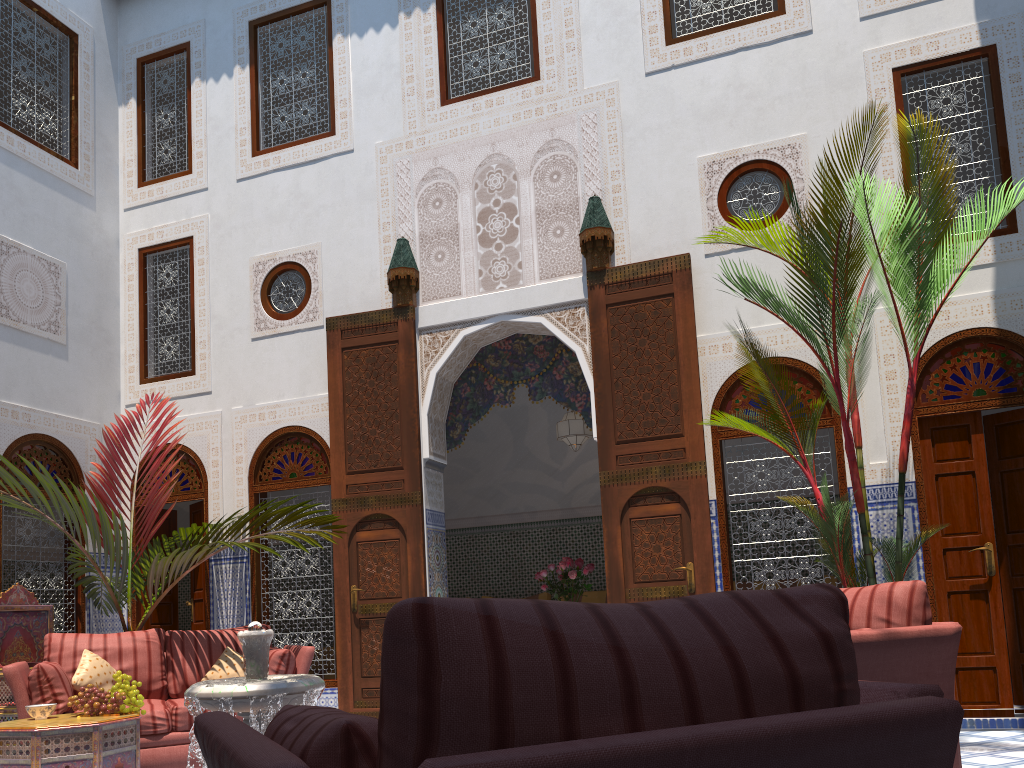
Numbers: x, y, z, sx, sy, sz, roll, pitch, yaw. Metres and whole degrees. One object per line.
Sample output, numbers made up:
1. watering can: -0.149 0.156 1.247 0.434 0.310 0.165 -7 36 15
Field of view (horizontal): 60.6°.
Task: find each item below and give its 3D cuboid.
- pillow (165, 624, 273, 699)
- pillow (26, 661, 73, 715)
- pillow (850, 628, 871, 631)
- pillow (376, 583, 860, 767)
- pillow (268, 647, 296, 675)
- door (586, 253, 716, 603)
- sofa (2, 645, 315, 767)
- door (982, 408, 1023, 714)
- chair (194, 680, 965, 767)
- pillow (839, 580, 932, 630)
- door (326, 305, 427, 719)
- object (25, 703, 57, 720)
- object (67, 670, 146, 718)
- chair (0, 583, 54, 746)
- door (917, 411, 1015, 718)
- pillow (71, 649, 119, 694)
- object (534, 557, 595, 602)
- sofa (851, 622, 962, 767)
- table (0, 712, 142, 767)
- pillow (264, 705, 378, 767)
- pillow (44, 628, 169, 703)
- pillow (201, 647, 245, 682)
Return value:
1. pillow: -1.533 1.468 4.644 0.561 0.368 0.327 3 -11 -25
2. pillow: -2.100 1.391 3.987 0.187 0.248 0.389 1 -13 -24
3. pillow: 1.015 0.916 2.817 0.396 0.238 0.191 3 -11 -24
4. pillow: 0.117 0.415 0.956 0.582 0.372 0.308 3 -11 -25
5. pillow: -1.198 1.452 4.416 0.187 0.238 0.406 1 -13 -24
6. door: 0.754 0.566 4.693 0.586 2.473 0.125 -5 -6 20
7. sofa: -1.720 1.613 4.356 1.362 0.531 0.750 3 -13 -25
8. door: 2.481 0.842 4.196 0.024 1.438 0.290 2 -8 -40
9. chair: 0.069 0.659 1.069 0.813 0.531 0.744 3 -13 -25
10. pillow: 1.226 0.924 3.156 0.306 0.394 0.573 2 -13 -29
11. door: -0.798 0.788 5.226 0.585 2.473 0.125 -5 -6 15
12. object: -1.959 1.365 3.645 0.118 0.056 0.121 5 -15 -32
13. object: -1.705 1.333 3.698 0.306 0.235 0.222 -3 -10 0
14. chair: -2.622 1.647 4.942 0.506 1.061 0.492 -6 -8 19
15. door: 2.182 0.866 4.227 0.287 1.438 0.125 -5 -6 20
16. pillow: -1.971 1.391 4.153 0.134 0.268 0.309 -6 -11 20
17. object: 0.366 1.460 5.889 0.336 0.585 0.455 5 -12 -44
18. sofa: 0.981 1.201 3.329 0.732 0.530 1.395 2 -15 -25
19. table: -1.808 1.531 3.579 0.540 0.317 0.549 -7 -13 19
20. pillow: -0.223 0.548 1.157 0.187 0.238 0.406 1 -13 -24
21. pillow: -2.041 1.433 4.400 0.582 0.384 0.297 3 -11 -25
22. pillow: -1.430 1.453 4.448 0.268 0.231 0.148 -7 -9 21
